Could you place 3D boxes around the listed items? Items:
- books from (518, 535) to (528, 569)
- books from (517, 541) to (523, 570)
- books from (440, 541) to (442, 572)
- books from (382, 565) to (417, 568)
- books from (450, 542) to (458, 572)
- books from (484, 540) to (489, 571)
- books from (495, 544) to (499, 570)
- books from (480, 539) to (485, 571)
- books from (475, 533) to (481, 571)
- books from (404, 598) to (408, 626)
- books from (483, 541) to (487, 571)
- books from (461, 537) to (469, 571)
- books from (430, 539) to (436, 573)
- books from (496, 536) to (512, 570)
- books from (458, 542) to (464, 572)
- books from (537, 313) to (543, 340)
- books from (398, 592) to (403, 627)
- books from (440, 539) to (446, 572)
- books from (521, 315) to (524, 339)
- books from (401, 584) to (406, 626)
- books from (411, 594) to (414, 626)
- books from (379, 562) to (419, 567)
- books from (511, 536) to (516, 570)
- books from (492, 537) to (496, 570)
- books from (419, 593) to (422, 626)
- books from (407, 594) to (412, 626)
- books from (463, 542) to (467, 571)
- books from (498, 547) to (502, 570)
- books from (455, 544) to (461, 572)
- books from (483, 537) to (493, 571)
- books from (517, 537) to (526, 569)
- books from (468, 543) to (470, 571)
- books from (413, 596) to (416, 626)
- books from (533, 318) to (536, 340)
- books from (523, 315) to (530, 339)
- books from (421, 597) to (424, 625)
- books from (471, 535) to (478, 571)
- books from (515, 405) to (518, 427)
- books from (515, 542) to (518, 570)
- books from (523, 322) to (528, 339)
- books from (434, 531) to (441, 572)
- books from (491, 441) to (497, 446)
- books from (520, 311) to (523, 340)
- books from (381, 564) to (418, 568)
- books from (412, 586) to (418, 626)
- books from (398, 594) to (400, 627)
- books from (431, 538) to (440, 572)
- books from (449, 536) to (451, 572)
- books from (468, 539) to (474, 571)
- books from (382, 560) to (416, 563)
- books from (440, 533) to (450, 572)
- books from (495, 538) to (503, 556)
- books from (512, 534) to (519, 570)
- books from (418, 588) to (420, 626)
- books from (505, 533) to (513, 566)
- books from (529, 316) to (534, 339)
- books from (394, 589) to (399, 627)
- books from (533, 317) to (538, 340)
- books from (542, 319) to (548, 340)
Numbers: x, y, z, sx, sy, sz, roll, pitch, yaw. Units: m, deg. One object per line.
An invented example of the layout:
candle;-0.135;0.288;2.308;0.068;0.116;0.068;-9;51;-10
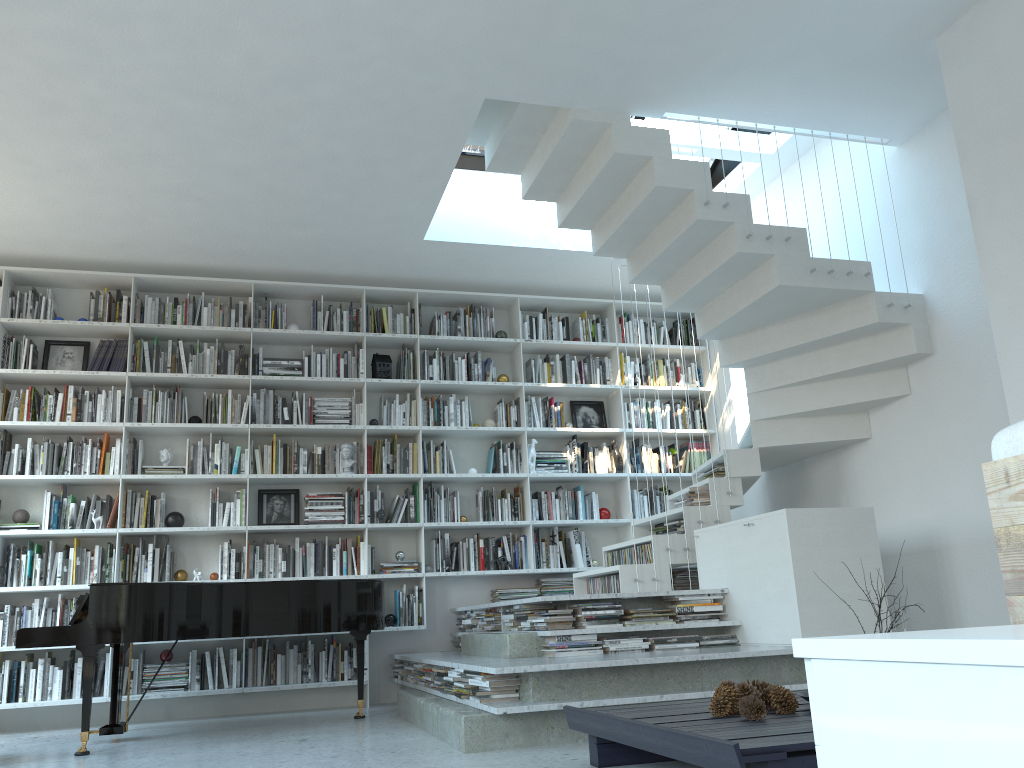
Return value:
books;0.093;1.328;6.952;0.025;0.271;0.171;1;-15;-16
books;0.047;1.346;6.926;0.025;0.227;0.176;1;-15;-16
books;-0.560;1.330;6.774;0.015;0.240;0.153;1;-15;-16
books;-0.843;1.370;6.616;0.254;0.012;0.161;0;-15;-11
books;-0.458;1.334;6.792;0.065;0.230;0.162;1;-15;-16
books;-0.210;1.339;6.879;0.021;0.242;0.131;1;-15;-16
books;-0.137;1.354;6.888;0.022;0.210;0.136;1;-15;-16
books;-0.252;1.332;6.846;0.031;0.243;0.185;1;-15;-16
books;-0.273;1.307;6.843;0.012;0.292;0.175;1;-15;-16
books;-0.782;1.678;6.517;0.013;0.202;0.139;1;-15;-16
books;-0.230;1.339;6.866;0.025;0.237;0.157;1;-15;-16
books;-0.360;1.320;6.829;0.014;0.267;0.172;1;-15;-16
books;-0.603;1.321;6.757;0.012;0.253;0.161;1;-15;-16
books;-0.058;1.327;6.908;0.070;0.265;0.186;1;-15;-16
books;-0.405;1.337;6.819;0.029;0.234;0.143;1;-15;-16
books;0.221;-0.439;7.474;0.048;0.277;0.150;1;-15;-16
books;-0.822;1.651;6.493;0.014;0.245;0.176;1;-15;-16
books;-0.536;1.316;6.759;0.023;0.255;0.178;1;-15;-16
books;0.067;-0.433;7.441;0.014;0.263;0.140;1;-15;-16
books;-0.807;1.630;6.524;0.032;0.299;0.149;1;-15;-16
books;-0.743;1.665;6.523;0.012;0.225;0.149;1;-15;-16
books;-0.844;1.346;6.621;0.285;0.012;0.160;0;-15;-12
books;-0.005;1.332;6.934;0.021;0.264;0.150;1;-15;-16
books;-0.160;1.328;6.886;0.026;0.262;0.170;1;-15;-16
books;-0.686;1.663;6.538;0.013;0.232;0.149;1;-15;-16
books;-0.757;1.661;6.502;0.026;0.224;0.175;1;-15;-16
books;-0.378;1.340;6.822;0.024;0.227;0.160;1;-15;-16
books;-0.112;1.367;6.885;0.025;0.180;0.169;1;-15;-16
books;-0.421;1.342;6.802;0.011;0.216;0.176;1;-15;-16
books;-0.183;1.326;6.873;0.026;0.261;0.174;1;-15;-16
books;0.069;1.334;6.943;0.026;0.257;0.157;1;-15;-16
books;-0.348;1.345;6.832;0.012;0.220;0.153;1;-15;-16
books;-0.727;1.668;6.508;0.011;0.211;0.179;1;-15;-16
books;0.161;-0.418;7.450;0.024;0.230;0.169;1;-15;-16
books;0.113;-0.430;7.435;0.025;0.250;0.178;1;-15;-16
books;-0.677;1.679;6.550;0.012;0.205;0.161;1;-15;-16
books;-0.291;1.316;6.859;0.012;0.284;0.160;1;-15;-16
books;0.017;0.293;7.225;0.013;0.220;0.156;1;-15;-16
books;0.016;1.351;6.921;0.013;0.219;0.169;1;-15;-16
books;0.095;-0.400;7.409;0.022;0.182;0.190;1;-15;-16
books;-0.567;1.287;6.757;0.010;0.315;0.187;1;-15;-16
books;-0.134;0.613;7.103;0.016;0.289;0.135;1;-15;-16
books;0.049;-0.450;7.430;0.028;0.293;0.150;1;-15;-16
books;-0.842;1.356;6.609;0.254;0.012;0.161;1;-16;-16
books;-0.716;1.635;6.529;0.021;0.284;0.173;1;-15;-16
books;-0.839;1.663;6.504;0.012;0.228;0.130;1;-15;-16
books;-0.581;1.312;6.745;0.023;0.261;0.187;1;-15;-16
books;-0.494;1.310;6.782;0.010;0.276;0.174;1;-15;-16
books;-0.327;1.326;6.826;0.025;0.252;0.182;1;-15;-16
books;-0.843;1.333;6.617;0.254;0.012;0.161;-1;-15;-7
books;-0.511;1.298;6.770;0.030;0.293;0.189;1;-15;-16
books;-0.097;1.336;6.900;0.012;0.248;0.165;1;-15;-16
books;0.019;1.327;6.956;0.012;0.281;0.144;1;-15;-16
books;-0.704;1.648;6.552;0.015;0.270;0.158;1;-15;-16
books;-0.022;1.317;6.932;0.013;0.293;0.135;1;-15;-16
books;0.139;-0.426;7.437;0.026;0.241;0.185;1;-15;-16
books;-0.846;1.644;6.497;0.005;0.263;0.163;1;-15;-16
books;0.181;-0.422;7.476;0.027;0.249;0.140;1;-15;-16
books;0.259;-0.415;7.480;0.030;0.230;0.148;1;-15;-16
